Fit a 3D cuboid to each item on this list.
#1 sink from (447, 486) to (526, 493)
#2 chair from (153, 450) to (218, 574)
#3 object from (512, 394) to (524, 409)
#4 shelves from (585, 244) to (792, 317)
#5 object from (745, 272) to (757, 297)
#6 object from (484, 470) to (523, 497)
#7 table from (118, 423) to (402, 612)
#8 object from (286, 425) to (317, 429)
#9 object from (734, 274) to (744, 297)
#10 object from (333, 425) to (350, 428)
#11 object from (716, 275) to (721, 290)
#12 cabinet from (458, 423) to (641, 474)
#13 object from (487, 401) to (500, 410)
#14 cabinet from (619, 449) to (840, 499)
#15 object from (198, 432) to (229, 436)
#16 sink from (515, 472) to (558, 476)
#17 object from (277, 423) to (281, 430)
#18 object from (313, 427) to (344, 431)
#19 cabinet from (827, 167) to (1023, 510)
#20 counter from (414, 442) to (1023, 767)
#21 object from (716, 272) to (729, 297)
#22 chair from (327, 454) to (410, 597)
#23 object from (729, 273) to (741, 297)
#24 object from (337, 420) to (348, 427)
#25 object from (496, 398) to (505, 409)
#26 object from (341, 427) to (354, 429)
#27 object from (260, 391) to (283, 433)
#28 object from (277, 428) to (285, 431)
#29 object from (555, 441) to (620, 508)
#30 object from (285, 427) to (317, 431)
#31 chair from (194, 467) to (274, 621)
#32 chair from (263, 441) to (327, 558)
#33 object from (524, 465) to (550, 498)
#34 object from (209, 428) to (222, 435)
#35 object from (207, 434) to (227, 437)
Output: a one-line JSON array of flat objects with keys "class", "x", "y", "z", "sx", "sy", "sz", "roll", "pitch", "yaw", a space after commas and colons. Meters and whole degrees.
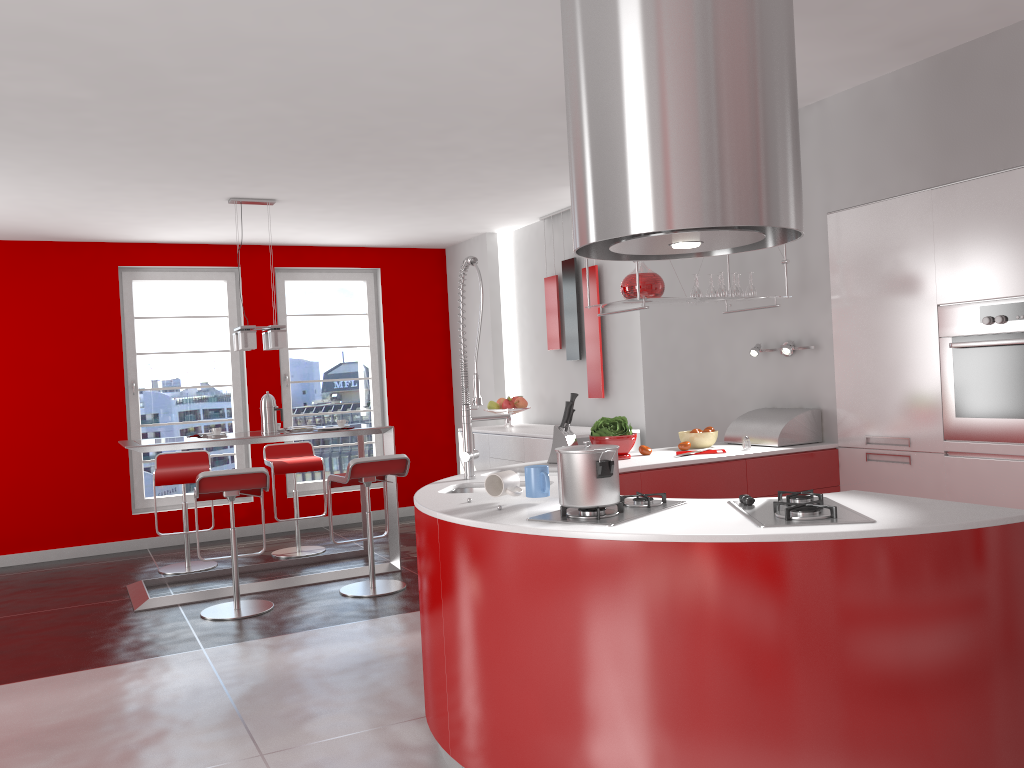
[{"class": "sink", "x": -0.053, "y": 0.502, "z": 3.419, "sx": 0.428, "sy": 0.172, "sz": 0.326, "roll": -3, "pitch": 1, "yaw": 12}, {"class": "chair", "x": -2.440, "y": 0.944, "z": 6.622, "sx": 0.418, "sy": 0.857, "sz": 0.460, "roll": -3, "pitch": 1, "yaw": -19}, {"class": "object", "x": 0.034, "y": 0.150, "z": 7.446, "sx": 0.117, "sy": 0.129, "sz": 0.150, "roll": -3, "pitch": 1, "yaw": 21}, {"class": "shelves", "x": 0.860, "y": -0.873, "z": 4.433, "sx": 0.934, "sy": 1.023, "sz": 0.462, "roll": -3, "pitch": 1, "yaw": -27}, {"class": "object", "x": 1.227, "y": -0.503, "z": 4.554, "sx": 0.060, "sy": 0.141, "sz": 0.060, "roll": -3, "pitch": 1, "yaw": -27}, {"class": "object", "x": -0.021, "y": 0.337, "z": 2.995, "sx": 0.109, "sy": 0.080, "sz": 0.100, "roll": -3, "pitch": 1, "yaw": 33}, {"class": "table", "x": -1.723, "y": 0.839, "z": 6.081, "sx": 1.700, "sy": 1.000, "sz": 0.800, "roll": -3, "pitch": 1, "yaw": -27}, {"class": "object", "x": -1.534, "y": 0.318, "z": 6.469, "sx": 0.217, "sy": 0.015, "sz": 0.217, "roll": -3, "pitch": 1, "yaw": 39}, {"class": "object", "x": 1.179, "y": -0.501, "z": 4.626, "sx": 0.060, "sy": 0.141, "sz": 0.060, "roll": -3, "pitch": 1, "yaw": -27}, {"class": "object", "x": -1.204, "y": 0.303, "z": 6.263, "sx": 0.119, "sy": 0.016, "sz": 0.119, "roll": -3, "pitch": 1, "yaw": -7}, {"class": "object", "x": 1.084, "y": -0.496, "z": 4.633, "sx": 0.060, "sy": 0.141, "sz": 0.060, "roll": -3, "pitch": 1, "yaw": 40}, {"class": "cabinet", "x": 0.242, "y": 0.789, "z": 6.892, "sx": 0.610, "sy": 0.880, "sz": 1.802, "roll": -3, "pitch": 1, "yaw": -27}, {"class": "object", "x": -0.152, "y": 0.181, "z": 7.337, "sx": 0.100, "sy": 0.086, "sz": 0.083, "roll": -3, "pitch": 1, "yaw": 23}, {"class": "cabinet", "x": 0.877, "y": 0.753, "z": 3.732, "sx": 1.025, "sy": 0.761, "sz": 1.875, "roll": -3, "pitch": 1, "yaw": 19}, {"class": "object", "x": -2.081, "y": 0.349, "z": 6.186, "sx": 0.217, "sy": 0.015, "sz": 0.217, "roll": -3, "pitch": 1, "yaw": -3}, {"class": "sink", "x": 0.099, "y": 0.490, "z": 3.881, "sx": 0.428, "sy": 0.172, "sz": 0.326, "roll": -3, "pitch": 1, "yaw": 24}, {"class": "object", "x": -1.673, "y": 0.303, "z": 6.274, "sx": 0.078, "sy": 0.049, "sz": 0.062, "roll": -3, "pitch": 1, "yaw": 13}, {"class": "object", "x": -1.247, "y": 0.306, "z": 6.033, "sx": 0.217, "sy": 0.015, "sz": 0.217, "roll": -3, "pitch": 1, "yaw": 10}, {"class": "cabinet", "x": 2.438, "y": 0.131, "z": 3.512, "sx": 0.614, "sy": 2.026, "sz": 2.398, "roll": -3, "pitch": 1, "yaw": -27}, {"class": "counter", "x": 0.619, "y": 0.799, "z": 3.648, "sx": 1.868, "sy": 0.880, "sz": 2.865, "roll": -3, "pitch": 1, "yaw": 7}, {"class": "object", "x": 1.062, "y": -0.493, "z": 4.478, "sx": 0.060, "sy": 0.141, "sz": 0.060, "roll": -3, "pitch": 1, "yaw": -27}, {"class": "chair", "x": -0.892, "y": 0.872, "z": 5.600, "sx": 0.418, "sy": 0.857, "sz": 0.460, "roll": -3, "pitch": 1, "yaw": -31}, {"class": "object", "x": 1.138, "y": -0.498, "z": 4.544, "sx": 0.060, "sy": 0.141, "sz": 0.060, "roll": -3, "pitch": 1, "yaw": -27}, {"class": "object", "x": -1.199, "y": 0.278, "z": 6.267, "sx": 0.078, "sy": 0.049, "sz": 0.062, "roll": -3, "pitch": 1, "yaw": -27}, {"class": "object", "x": -0.085, "y": 0.168, "z": 7.468, "sx": 0.096, "sy": 0.105, "sz": 0.117, "roll": -3, "pitch": 1, "yaw": 2}, {"class": "object", "x": -1.121, "y": 0.301, "z": 6.089, "sx": 0.095, "sy": 0.012, "sz": 0.234, "roll": -3, "pitch": 1, "yaw": -27}, {"class": "object", "x": -1.656, "y": 0.191, "z": 6.098, "sx": 0.149, "sy": 0.287, "sz": 0.113, "roll": -3, "pitch": 1, "yaw": -19}, {"class": "object", "x": -1.664, "y": 0.327, "z": 6.273, "sx": 0.119, "sy": 0.016, "sz": 0.119, "roll": -3, "pitch": 1, "yaw": -29}, {"class": "object", "x": 0.223, "y": 0.260, "z": 2.597, "sx": 0.218, "sy": 0.185, "sz": 0.189, "roll": -3, "pitch": 1, "yaw": 25}, {"class": "object", "x": -1.466, "y": 0.317, "z": 6.178, "sx": 0.217, "sy": 0.015, "sz": 0.217, "roll": -3, "pitch": 1, "yaw": 11}, {"class": "chair", "x": -1.640, "y": 0.914, "z": 5.228, "sx": 0.418, "sy": 0.857, "sz": 0.460, "roll": -3, "pitch": 1, "yaw": -22}, {"class": "chair", "x": -1.712, "y": 0.902, "z": 7.011, "sx": 0.418, "sy": 0.857, "sz": 0.460, "roll": -3, "pitch": 1, "yaw": -24}, {"class": "object", "x": 0.096, "y": 0.323, "z": 2.939, "sx": 0.109, "sy": 0.100, "sz": 0.080, "roll": -3, "pitch": 1, "yaw": 36}, {"class": "object", "x": -2.001, "y": 0.323, "z": 5.990, "sx": 0.078, "sy": 0.049, "sz": 0.062, "roll": -3, "pitch": 1, "yaw": -4}, {"class": "object", "x": -1.992, "y": 0.347, "z": 5.991, "sx": 0.119, "sy": 0.016, "sz": 0.119, "roll": -3, "pitch": 1, "yaw": 43}]
